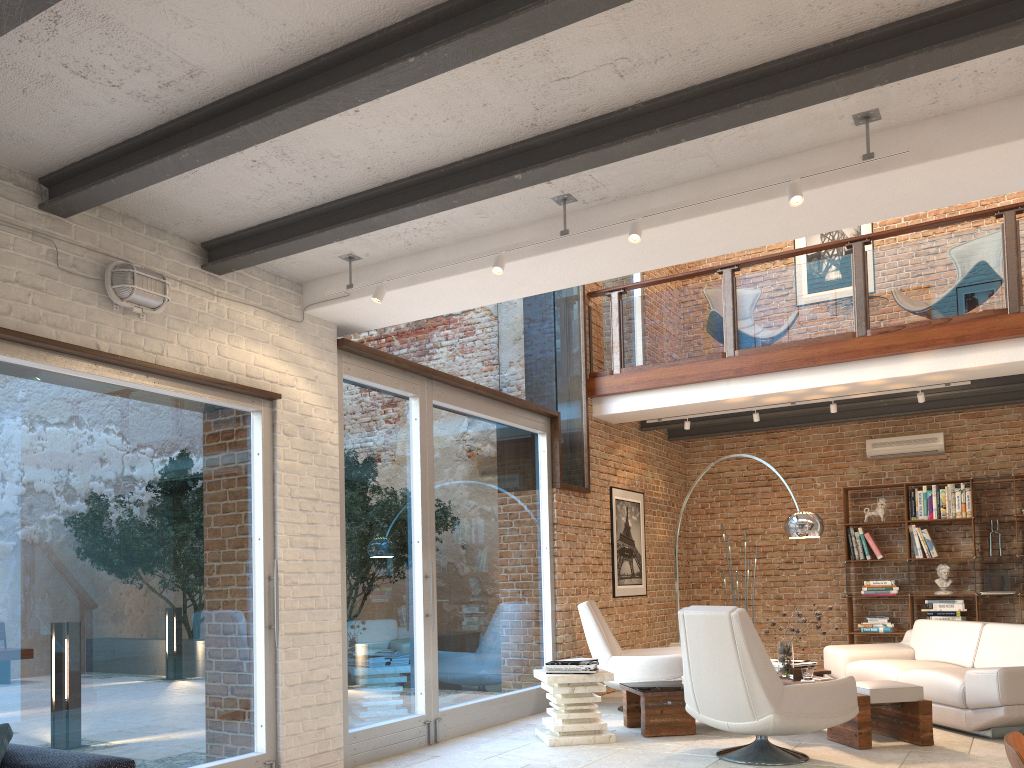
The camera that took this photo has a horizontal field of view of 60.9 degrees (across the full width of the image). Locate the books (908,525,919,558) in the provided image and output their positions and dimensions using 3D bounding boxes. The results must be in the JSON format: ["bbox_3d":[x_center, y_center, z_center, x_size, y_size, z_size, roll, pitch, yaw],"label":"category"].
[{"bbox_3d":[4.553,1.786,9.854,0.102,0.376,0.247,-3,-6,30],"label":"books"}]

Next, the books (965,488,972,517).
[{"bbox_3d":[5.030,1.314,9.590,0.056,0.323,0.258,-3,-6,30],"label":"books"}]

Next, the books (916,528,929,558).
[{"bbox_3d":[4.625,1.788,9.795,0.125,0.342,0.275,-4,-7,30],"label":"books"}]

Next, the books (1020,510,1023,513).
[{"bbox_3d":[5.521,1.338,9.218,0.238,0.018,0.174,-7,-14,23],"label":"books"}]

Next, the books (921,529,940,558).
[{"bbox_3d":[4.683,1.786,9.755,0.159,0.323,0.258,-4,-7,30],"label":"books"}]

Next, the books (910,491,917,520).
[{"bbox_3d":[4.552,1.388,9.862,0.056,0.323,0.258,-3,-6,30],"label":"books"}]

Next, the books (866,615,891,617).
[{"bbox_3d":[4.210,2.668,10.015,0.254,0.017,0.165,-9,-15,30],"label":"books"}]

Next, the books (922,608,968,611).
[{"bbox_3d":[4.795,2.502,9.658,0.448,0.020,0.276,-9,-15,30],"label":"books"}]

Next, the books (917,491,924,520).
[{"bbox_3d":[4.610,1.374,9.807,0.056,0.323,0.258,-3,-6,30],"label":"books"}]

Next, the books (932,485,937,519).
[{"bbox_3d":[4.730,1.327,9.735,0.037,0.376,0.247,-3,-6,30],"label":"books"}]

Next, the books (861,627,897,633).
[{"bbox_3d":[4.212,2.816,10.000,0.330,0.054,0.258,-12,-16,39],"label":"books"}]

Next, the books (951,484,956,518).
[{"bbox_3d":[4.897,1.304,9.649,0.037,0.376,0.247,-3,-6,30],"label":"books"}]

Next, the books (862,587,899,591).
[{"bbox_3d":[4.226,2.348,9.993,0.382,0.036,0.249,-7,-14,24],"label":"books"}]

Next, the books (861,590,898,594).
[{"bbox_3d":[4.221,2.387,10.003,0.382,0.036,0.249,-7,-14,25],"label":"books"}]

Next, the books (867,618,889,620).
[{"bbox_3d":[4.213,2.698,10.036,0.238,0.018,0.174,-7,-14,23],"label":"books"}]

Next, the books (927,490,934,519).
[{"bbox_3d":[4.700,1.365,9.775,0.056,0.323,0.258,-3,-6,30],"label":"books"}]

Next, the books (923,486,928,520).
[{"bbox_3d":[4.651,1.341,9.788,0.037,0.376,0.247,-3,-6,30],"label":"books"}]

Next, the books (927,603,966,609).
[{"bbox_3d":[4.811,2.462,9.671,0.382,0.063,0.249,-7,-14,24],"label":"books"}]

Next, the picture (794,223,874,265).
[{"bbox_3d":[3.892,-1.593,10.562,0.920,1.174,0.028,-5,-4,30],"label":"picture"}]

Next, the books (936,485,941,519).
[{"bbox_3d":[4.767,1.324,9.725,0.037,0.376,0.247,-3,-6,30],"label":"books"}]

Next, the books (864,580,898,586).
[{"bbox_3d":[4.239,2.285,10.008,0.329,0.054,0.259,-9,-15,32],"label":"books"}]

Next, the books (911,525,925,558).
[{"bbox_3d":[4.574,1.777,9.814,0.104,0.376,0.247,-3,-6,30],"label":"books"}]

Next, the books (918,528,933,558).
[{"bbox_3d":[4.649,1.787,9.792,0.125,0.342,0.275,-4,-7,30],"label":"books"}]

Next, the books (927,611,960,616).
[{"bbox_3d":[4.775,2.540,9.654,0.328,0.054,0.259,-7,-14,25],"label":"books"}]

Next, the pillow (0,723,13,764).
[{"bbox_3d":[-1.937,1.282,2.795,0.564,0.322,0.385,0,-9,-10],"label":"pillow"}]

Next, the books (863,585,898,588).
[{"bbox_3d":[4.234,2.324,10.013,0.358,0.020,0.277,-8,-15,28],"label":"books"}]

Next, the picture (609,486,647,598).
[{"bbox_3d":[1.290,1.755,9.609,0.028,1.173,0.924,-3,-6,30],"label":"picture"}]

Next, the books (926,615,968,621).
[{"bbox_3d":[4.806,2.598,9.648,0.381,0.063,0.249,-5,-13,17],"label":"books"}]

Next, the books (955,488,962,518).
[{"bbox_3d":[4.935,1.323,9.620,0.056,0.323,0.258,-3,-6,30],"label":"books"}]

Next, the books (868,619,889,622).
[{"bbox_3d":[4.215,2.722,10.026,0.207,0.033,0.134,-9,-14,30],"label":"books"}]

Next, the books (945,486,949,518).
[{"bbox_3d":[4.840,1.326,9.682,0.021,0.352,0.275,-3,-6,30],"label":"books"}]

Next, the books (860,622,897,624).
[{"bbox_3d":[4.205,2.743,10.004,0.382,0.018,0.249,-7,-14,23],"label":"books"}]

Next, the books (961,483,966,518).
[{"bbox_3d":[4.978,1.291,9.602,0.037,0.376,0.247,-3,-6,30],"label":"books"}]

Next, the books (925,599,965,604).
[{"bbox_3d":[4.803,2.412,9.672,0.383,0.036,0.248,-9,-15,30],"label":"books"}]

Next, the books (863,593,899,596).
[{"bbox_3d":[4.233,2.415,10.003,0.358,0.020,0.276,-9,-15,30],"label":"books"}]

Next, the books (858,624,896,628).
[{"bbox_3d":[4.197,2.774,10.020,0.383,0.036,0.248,-9,-15,30],"label":"books"}]

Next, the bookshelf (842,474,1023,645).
[{"bbox_3d":[5.235,2.101,9.404,3.057,2.157,0.368,-7,-5,30],"label":"bookshelf"}]

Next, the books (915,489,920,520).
[{"bbox_3d":[4.585,1.369,9.842,0.021,0.352,0.275,-3,-6,30],"label":"books"}]
